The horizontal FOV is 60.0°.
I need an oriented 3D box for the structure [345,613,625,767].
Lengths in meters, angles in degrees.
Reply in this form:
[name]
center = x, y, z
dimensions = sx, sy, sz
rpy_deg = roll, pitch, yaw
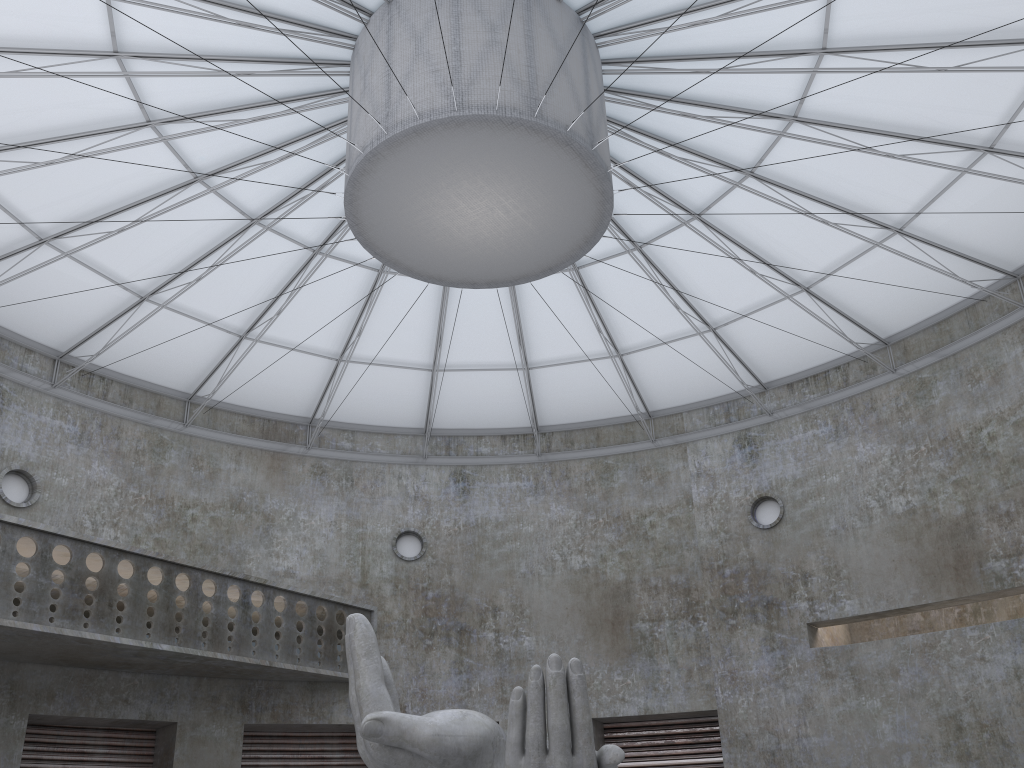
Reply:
[structure]
center = 1.435, 6.472, 16.193
dimensions = 10.717, 5.598, 15.949
rpy_deg = 2, -26, -8
